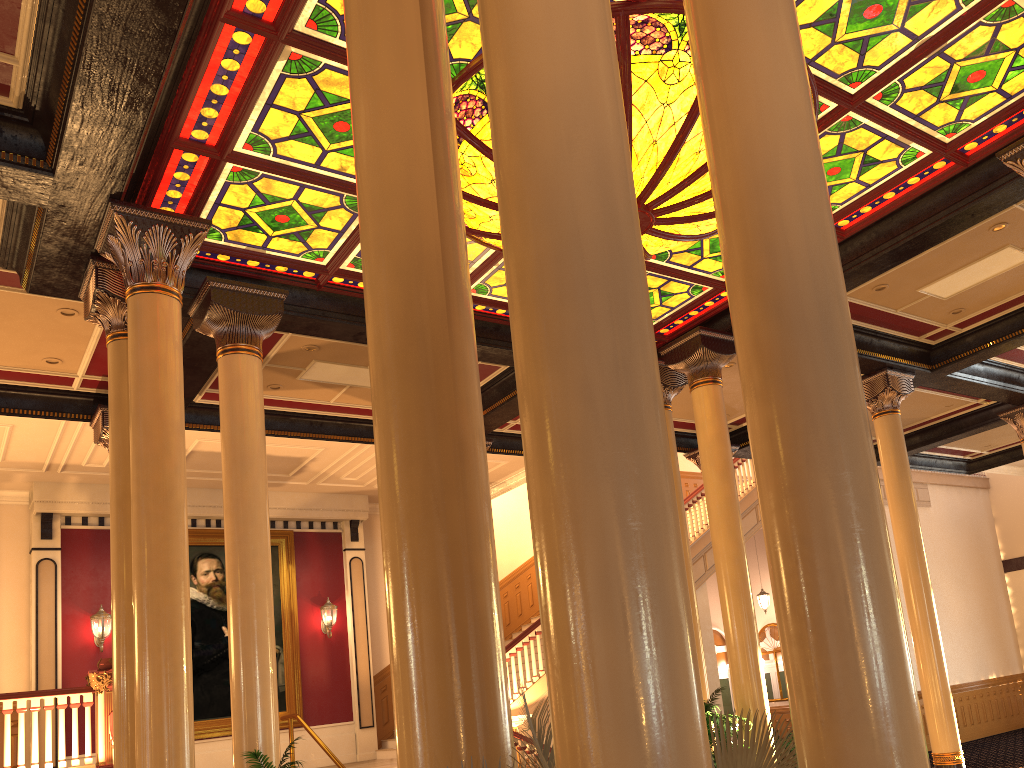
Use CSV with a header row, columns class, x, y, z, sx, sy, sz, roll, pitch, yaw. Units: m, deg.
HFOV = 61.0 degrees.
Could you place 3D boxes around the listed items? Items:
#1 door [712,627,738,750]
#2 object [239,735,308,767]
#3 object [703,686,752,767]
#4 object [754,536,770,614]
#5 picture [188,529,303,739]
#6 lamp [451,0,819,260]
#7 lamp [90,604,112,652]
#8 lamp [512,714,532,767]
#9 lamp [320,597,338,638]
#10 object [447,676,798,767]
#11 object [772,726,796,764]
class,x,y,z,sx,sy,sz,roll,pitch,yaw
door,5.043,7.691,21.336,1.532,3.365,0.200,2,-14,-36
object,-1.536,3.544,6.019,1.023,2.081,1.130,-18,-17,41
object,1.936,4.027,8.527,1.066,2.081,1.085,-9,-13,12
object,-3.610,2.088,8.246,0.659,4.155,31.527,-14,-20,35
picture,-4.809,4.092,14.463,2.650,3.338,0.055,4,-15,-36
lamp,0.811,-1.466,6.528,3.126,0.582,2.994,8,-25,-36
lamp,-6.272,3.734,13.273,0.330,0.706,0.393,2,-16,-35
lamp,0.132,5.761,12.399,0.591,1.947,0.589,-3,-12,-18
lamp,-3.255,4.147,15.422,0.330,0.706,0.393,2,-16,-35
object,0.298,2.053,2.786,2.146,2.199,1.829,3,-17,-32
object,4.018,5.732,12.855,0.996,1.388,1.170,-5,-15,-7
